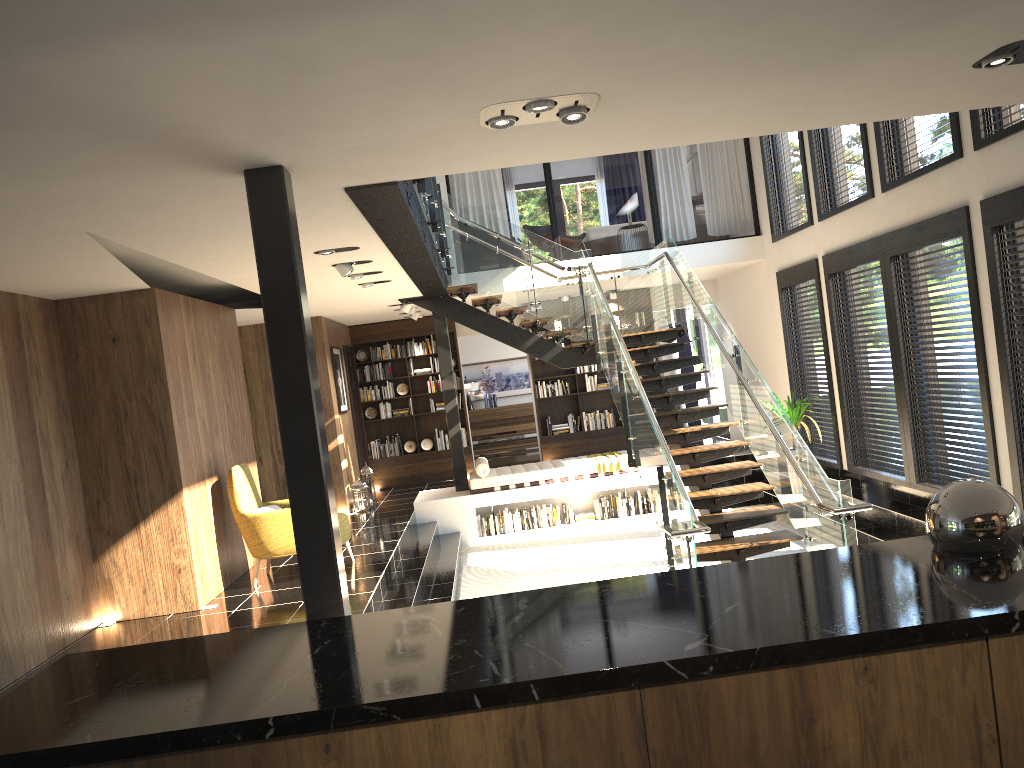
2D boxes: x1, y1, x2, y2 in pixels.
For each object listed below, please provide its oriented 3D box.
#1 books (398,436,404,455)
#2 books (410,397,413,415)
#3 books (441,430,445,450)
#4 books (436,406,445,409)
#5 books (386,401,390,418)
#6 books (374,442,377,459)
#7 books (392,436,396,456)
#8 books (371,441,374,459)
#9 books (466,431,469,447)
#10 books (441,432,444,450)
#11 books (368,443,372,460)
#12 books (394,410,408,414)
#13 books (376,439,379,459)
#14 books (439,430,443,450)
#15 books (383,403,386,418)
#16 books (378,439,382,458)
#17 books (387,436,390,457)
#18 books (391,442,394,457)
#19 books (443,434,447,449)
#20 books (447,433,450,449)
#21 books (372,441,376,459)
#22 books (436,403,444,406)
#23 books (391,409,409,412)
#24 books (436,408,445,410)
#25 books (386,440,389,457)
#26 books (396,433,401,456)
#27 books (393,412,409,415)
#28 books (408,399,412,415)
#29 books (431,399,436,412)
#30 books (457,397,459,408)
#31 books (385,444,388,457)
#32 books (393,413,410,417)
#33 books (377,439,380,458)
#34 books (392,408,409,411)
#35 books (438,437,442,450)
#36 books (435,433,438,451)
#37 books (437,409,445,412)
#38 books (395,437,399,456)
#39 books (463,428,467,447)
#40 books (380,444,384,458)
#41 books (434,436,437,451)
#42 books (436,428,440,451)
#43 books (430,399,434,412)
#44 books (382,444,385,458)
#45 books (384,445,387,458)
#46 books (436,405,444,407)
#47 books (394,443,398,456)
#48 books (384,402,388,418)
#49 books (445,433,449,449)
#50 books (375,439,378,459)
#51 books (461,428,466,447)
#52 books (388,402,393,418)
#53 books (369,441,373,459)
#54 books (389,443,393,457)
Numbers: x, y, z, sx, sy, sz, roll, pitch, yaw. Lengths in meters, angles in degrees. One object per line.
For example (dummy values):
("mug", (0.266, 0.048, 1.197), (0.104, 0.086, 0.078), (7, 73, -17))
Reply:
("books", (-1.812, 1.004, 14.479), (0.042, 0.316, 0.193), (-8, 1, -2))
("books", (-1.633, 0.361, 14.457), (0.018, 0.286, 0.157), (-8, 1, -2))
("books", (-1.122, 0.911, 14.500), (0.019, 0.321, 0.161), (-8, 1, -2))
("books", (-1.109, 0.371, 14.507), (0.263, 0.030, 0.159), (-8, 1, -5))
("books", (-2.017, 0.414, 14.461), (0.032, 0.279, 0.133), (-8, 1, -2))
("books", (-2.215, 1.081, 14.462), (0.022, 0.269, 0.216), (-8, 1, -2))
("books", (-1.919, 1.016, 14.476), (0.016, 0.322, 0.218), (-8, 1, -2))
("books", (-2.263, 1.081, 14.474), (0.014, 0.282, 0.232), (-8, 1, -2))
("books", (-0.730, 0.897, 14.515), (0.029, 0.247, 0.139), (-8, 1, -2))
("books", (-1.139, 0.929, 14.516), (0.019, 0.289, 0.145), (-8, 1, -2))
("books", (-2.317, 1.098, 14.498), (0.032, 0.262, 0.194), (-8, 1, -2))
("books", (-1.814, 0.458, 14.480), (0.244, 0.033, 0.142), (-8, 1, -6))
("books", (-2.183, 1.058, 14.461), (0.015, 0.306, 0.222), (-8, 1, -2))
("books", (-1.160, 0.918, 14.514), (0.019, 0.317, 0.122), (-8, 2, -2))
("books", (-2.071, 0.439, 14.474), (0.032, 0.245, 0.120), (-8, 1, -2))
("books", (-2.148, 1.054, 14.490), (0.020, 0.304, 0.189), (-8, 1, -2))
("books", (-2.005, 1.018, 14.455), (0.016, 0.341, 0.217), (-8, 1, -2))
("books", (-1.939, 1.068, 14.496), (0.036, 0.222, 0.173), (-8, 1, -2))
("books", (-1.092, 0.943, 14.522), (0.034, 0.250, 0.114), (-8, 1, -2))
("books", (-1.026, 0.929, 14.518), (0.025, 0.260, 0.114), (-8, 2, -2))
("books", (-2.242, 1.078, 14.492), (0.030, 0.283, 0.170), (-8, 1, -2))
("books", (-1.116, 0.322, 14.520), (0.239, 0.031, 0.146), (-7, 1, -2))
("books", (-1.818, 0.434, 14.467), (0.293, 0.016, 0.174), (-8, 1, -3))
("books", (-1.105, 0.400, 14.499), (0.271, 0.028, 0.174), (-8, 1, -6))
("books", (-2.018, 1.049, 14.473), (0.017, 0.282, 0.232), (-8, 1, -2))
("books", (-1.844, 0.989, 14.455), (0.019, 0.357, 0.235), (-8, 1, -2))
("books", (-1.810, 0.485, 14.480), (0.266, 0.021, 0.152), (-8, 1, -3))
("books", (-1.657, 0.376, 14.481), (0.032, 0.262, 0.157), (-8, 1, -2))
("books", (-1.280, 0.355, 14.479), (0.036, 0.206, 0.215), (-8, 1, -2))
("books", (-0.899, 0.278, 14.529), (0.038, 0.257, 0.138), (-8, 1, -2))
("books", (-2.036, 1.081, 14.485), (0.026, 0.222, 0.209), (-8, 1, -2))
("books", (-1.807, 0.511, 14.479), (0.262, 0.032, 0.154), (-7, 1, 0))
("books", (-2.167, 1.058, 14.495), (0.018, 0.302, 0.195), (-8, 1, -2))
("books", (-1.818, 0.419, 14.459), (0.292, 0.013, 0.187), (-7, 1, 1))
("books", (-1.179, 0.972, 14.515), (0.034, 0.215, 0.104), (-8, 1, -2))
("books", (-1.229, 0.947, 14.511), (0.024, 0.278, 0.135), (-8, 1, -2))
("books", (-1.102, 0.424, 14.510), (0.245, 0.021, 0.159), (-7, 1, 0))
("books", (-1.864, 1.017, 14.478), (0.027, 0.304, 0.204), (-8, 1, -2))
("books", (-0.762, 0.871, 14.503), (0.029, 0.306, 0.149), (-8, 1, -2))
("books", (-2.116, 1.096, 14.513), (0.035, 0.212, 0.159), (-8, 1, -2))
("books", (-1.250, 0.966, 14.518), (0.023, 0.245, 0.135), (-8, 1, -2))
("books", (-1.213, 0.904, 14.468), (0.017, 0.359, 0.189), (-8, 1, -2))
("books", (-1.314, 0.350, 14.507), (0.028, 0.224, 0.161), (-8, 1, -2))
("books", (-2.087, 1.091, 14.466), (0.021, 0.217, 0.220), (-8, 1, -2))
("books", (-2.062, 1.092, 14.494), (0.029, 0.207, 0.166), (-8, 1, -2))
("books", (-1.113, 0.347, 14.512), (0.266, 0.019, 0.157), (-7, 1, 0))
("books", (-1.888, 1.068, 14.498), (0.033, 0.208, 0.192), (-8, 1, -2))
("books", (-2.044, 0.425, 14.468), (0.024, 0.265, 0.147), (-8, 1, -2))
("books", (-1.056, 0.936, 14.504), (0.037, 0.256, 0.145), (-8, 1, -2))
("books", (-2.198, 1.062, 14.467), (0.016, 0.304, 0.217), (-8, 1, -2))
("books", (-0.795, 0.872, 14.509), (0.035, 0.315, 0.168), (-8, 1, -2))
("books", (-1.985, 0.423, 14.480), (0.030, 0.253, 0.138), (-8, 1, -2))
("books", (-2.287, 1.080, 14.505), (0.032, 0.288, 0.179), (-8, 1, -2))
("books", (-1.974, 1.073, 14.496), (0.034, 0.223, 0.208), (-8, 1, -2))
